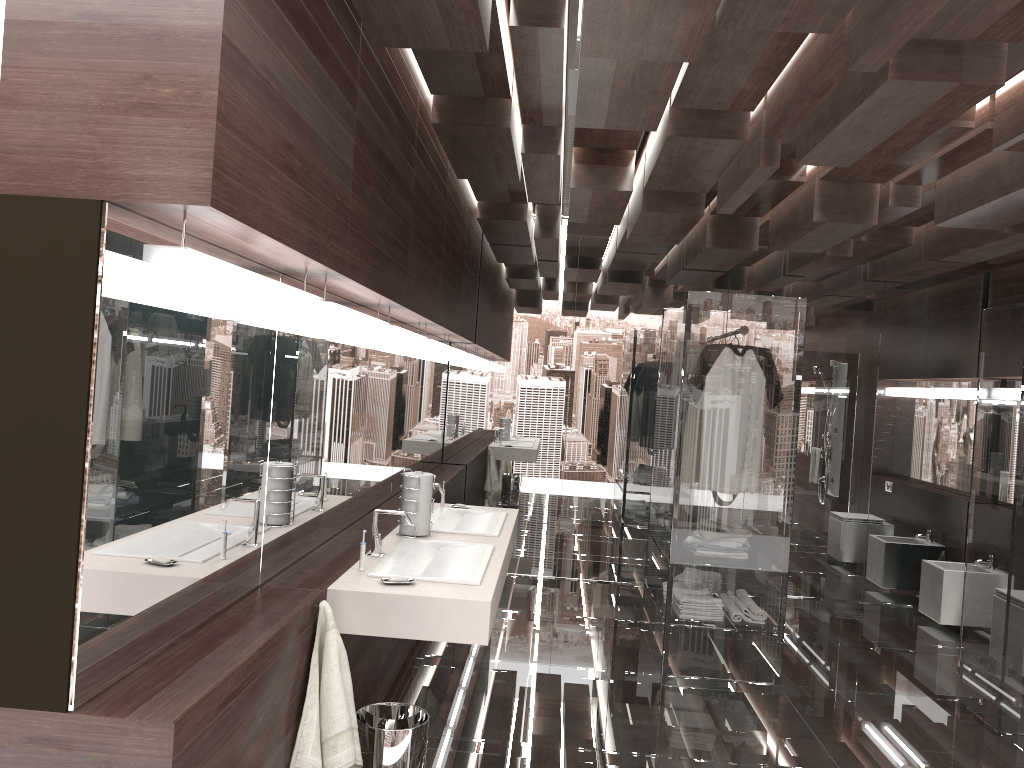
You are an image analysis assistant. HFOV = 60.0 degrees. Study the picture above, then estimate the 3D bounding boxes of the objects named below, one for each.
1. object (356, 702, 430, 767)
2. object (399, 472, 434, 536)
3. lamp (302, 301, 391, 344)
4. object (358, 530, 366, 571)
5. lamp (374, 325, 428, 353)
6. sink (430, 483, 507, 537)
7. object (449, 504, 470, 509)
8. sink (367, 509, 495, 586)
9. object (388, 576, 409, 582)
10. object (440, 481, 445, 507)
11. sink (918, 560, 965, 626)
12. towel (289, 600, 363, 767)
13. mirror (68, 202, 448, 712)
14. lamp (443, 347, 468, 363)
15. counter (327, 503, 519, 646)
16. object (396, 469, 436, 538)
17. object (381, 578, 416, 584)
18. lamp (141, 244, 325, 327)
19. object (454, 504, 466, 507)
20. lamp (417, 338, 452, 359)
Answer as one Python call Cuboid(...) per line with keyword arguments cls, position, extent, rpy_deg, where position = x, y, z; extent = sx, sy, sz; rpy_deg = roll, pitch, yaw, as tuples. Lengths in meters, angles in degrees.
Cuboid(cls="object", position=(-0.395, 1.237, 2.834), extent=(0.237, 0.358, 0.237), rpy_deg=(4, 0, 35))
Cuboid(cls="object", position=(-0.389, 0.486, 3.603), extent=(0.124, 0.246, 0.128), rpy_deg=(4, 0, -16))
Cuboid(cls="lamp", position=(-0.551, -0.205, 3.088), extent=(0.082, 0.082, 0.950), rpy_deg=(4, 0, 3))
Cuboid(cls="object", position=(-0.486, 0.542, 2.893), extent=(0.022, 0.132, 0.022), rpy_deg=(4, 0, -15))
Cuboid(cls="lamp", position=(-0.500, -0.203, 4.115), extent=(0.082, 0.082, 0.950), rpy_deg=(4, 0, 3))
Cuboid(cls="sink", position=(-0.248, 0.557, 4.040), extent=(0.427, 0.193, 0.681), rpy_deg=(4, 0, 3))
Cuboid(cls="object", position=(-0.260, 0.617, 4.444), extent=(0.108, 0.011, 0.065), rpy_deg=(4, 0, 24))
Cuboid(cls="sink", position=(-0.293, 0.555, 3.142), extent=(0.427, 0.193, 0.681), rpy_deg=(4, 0, 3))
Cuboid(cls="object", position=(-0.352, 0.606, 2.746), extent=(0.066, 0.016, 0.035), rpy_deg=(4, 0, -20))
Cuboid(cls="object", position=(-0.343, 0.550, 4.419), extent=(0.022, 0.132, 0.022), rpy_deg=(4, 0, 40))
Cuboid(cls="sink", position=(3.078, 1.373, 6.007), extent=(0.469, 0.456, 0.357), rpy_deg=(4, 0, 3))
Cuboid(cls="towel", position=(-0.492, 0.962, 2.502), extent=(0.156, 0.678, 0.368), rpy_deg=(4, 0, 3))
Cuboid(cls="mirror", position=(1.418, 0.278, 4.021), extent=(4.126, 0.916, 5.081), rpy_deg=(4, 0, 3))
Cuboid(cls="lamp", position=(-0.397, -0.198, 6.159), extent=(0.082, 0.082, 0.950), rpy_deg=(4, 0, 3))
Cuboid(cls="counter", position=(-0.260, 0.689, 3.590), extent=(0.488, 0.131, 1.954), rpy_deg=(4, 0, 3))
Cuboid(cls="object", position=(-0.394, 0.483, 3.608), extent=(0.145, 0.261, 0.136), rpy_deg=(4, 0, -44))
Cuboid(cls="object", position=(-0.353, 0.612, 2.747), extent=(0.108, 0.011, 0.065), rpy_deg=(4, 0, -19))
Cuboid(cls="lamp", position=(-0.602, -0.207, 2.070), extent=(0.082, 0.082, 0.950), rpy_deg=(4, 0, 3))
Cuboid(cls="object", position=(-0.260, 0.610, 4.443), extent=(0.066, 0.016, 0.035), rpy_deg=(4, 0, 23))
Cuboid(cls="lamp", position=(-0.448, -0.201, 5.151), extent=(0.082, 0.082, 0.950), rpy_deg=(4, 0, 3))
